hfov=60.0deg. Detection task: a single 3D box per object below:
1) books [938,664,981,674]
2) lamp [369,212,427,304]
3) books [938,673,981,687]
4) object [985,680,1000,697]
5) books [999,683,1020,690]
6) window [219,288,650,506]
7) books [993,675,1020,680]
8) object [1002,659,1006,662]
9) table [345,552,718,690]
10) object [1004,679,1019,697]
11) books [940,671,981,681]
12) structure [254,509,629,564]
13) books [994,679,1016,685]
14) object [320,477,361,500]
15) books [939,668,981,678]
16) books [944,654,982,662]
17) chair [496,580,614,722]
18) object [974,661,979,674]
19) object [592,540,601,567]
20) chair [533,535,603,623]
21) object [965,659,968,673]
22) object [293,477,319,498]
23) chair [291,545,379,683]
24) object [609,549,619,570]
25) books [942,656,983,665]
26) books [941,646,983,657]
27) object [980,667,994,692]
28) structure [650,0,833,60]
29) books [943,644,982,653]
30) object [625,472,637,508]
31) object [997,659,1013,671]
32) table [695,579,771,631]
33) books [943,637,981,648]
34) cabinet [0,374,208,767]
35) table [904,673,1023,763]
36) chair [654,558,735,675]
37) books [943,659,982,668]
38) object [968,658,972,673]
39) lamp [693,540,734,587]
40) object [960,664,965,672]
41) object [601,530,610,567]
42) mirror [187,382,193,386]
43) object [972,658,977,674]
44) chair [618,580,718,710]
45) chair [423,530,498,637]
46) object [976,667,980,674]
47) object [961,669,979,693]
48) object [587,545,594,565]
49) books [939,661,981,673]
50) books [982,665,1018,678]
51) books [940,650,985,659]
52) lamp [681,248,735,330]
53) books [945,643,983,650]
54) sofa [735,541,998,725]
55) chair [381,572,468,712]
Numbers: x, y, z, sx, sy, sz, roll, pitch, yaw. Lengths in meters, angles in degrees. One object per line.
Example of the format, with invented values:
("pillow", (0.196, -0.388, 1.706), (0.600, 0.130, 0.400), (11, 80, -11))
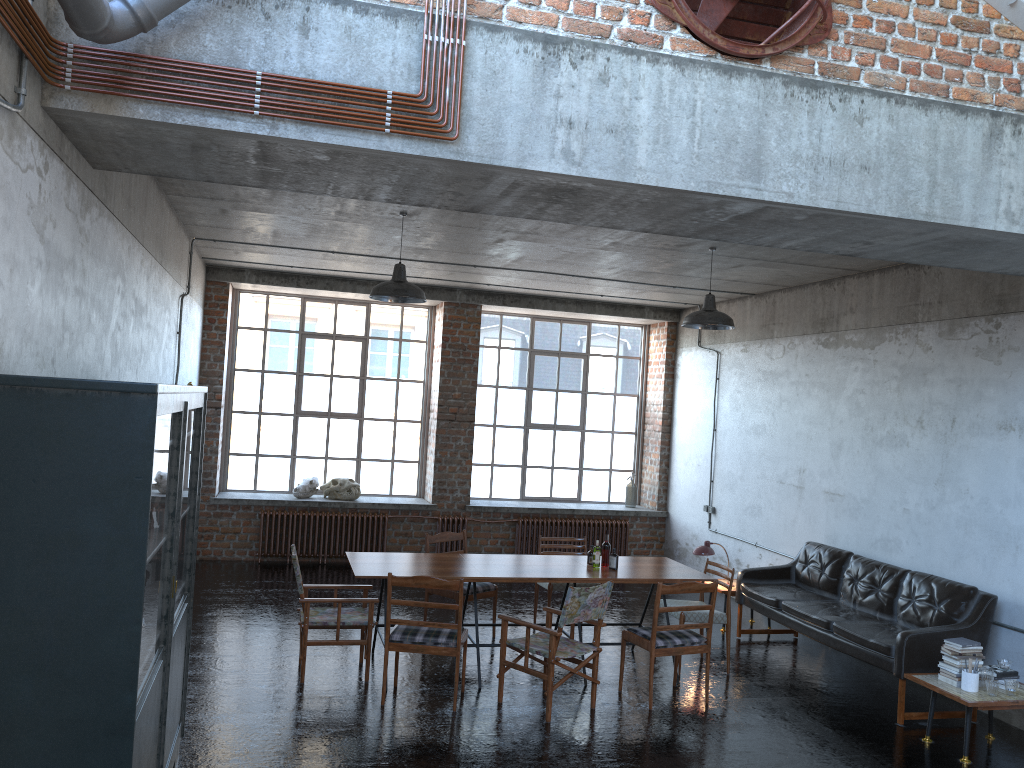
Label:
("books", (3.320, 2.105, 6.546), (0.255, 0.014, 0.192), (4, -1, -11))
("lamp", (-0.960, -1.171, 7.673), (0.502, 0.891, 0.502), (4, -1, -10))
("books", (3.307, 2.179, 6.528), (0.248, 0.043, 0.192), (4, -1, -15))
("object", (3.384, 2.148, 6.250), (0.092, 0.099, 0.092), (4, -2, -37))
("books", (3.583, 2.200, 6.553), (0.179, 0.034, 0.243), (4, -2, -32))
("window", (2.957, 2.200, 14.677), (19.864, 12.900, 0.747), (4, -1, -15))
("books", (3.588, 2.148, 6.562), (0.243, 0.024, 0.175), (4, -1, -19))
("object", (3.635, 2.069, 6.546), (0.081, 0.060, 0.065), (4, -2, -33))
("table", (0.120, 2.054, 7.794), (3.112, 0.917, 1.067), (4, -1, -15))
("object", (3.541, 2.158, 6.291), (0.092, 0.099, 0.092), (4, -2, -37))
("books", (3.311, 2.146, 6.528), (0.249, 0.023, 0.175), (4, -1, -19))
("structure", (-0.831, 2.198, 12.481), (5.349, 0.713, 0.232), (4, -1, -15))
("books", (3.575, 2.171, 6.557), (0.166, 0.024, 0.227), (4, -2, -36))
("object", (-2.427, 1.465, 12.447), (0.418, 0.305, 0.625), (5, -2, -41))
("books", (3.313, 2.123, 6.528), (0.249, 0.023, 0.175), (4, -1, -14))
("books", (3.329, 2.018, 6.546), (0.205, 0.022, 0.155), (4, -1, -20))
("chair", (0.327, 1.988, 6.825), (0.574, 1.031, 0.713), (5, -2, -45))
("object", (3.322, 2.073, 6.362), (0.062, 0.169, 0.009), (4, -1, -15))
("object", (0.758, 1.515, 7.923), (0.070, 0.235, 0.041), (4, -1, -15))
("chair", (0.569, 2.087, 9.143), (0.589, 0.971, 0.577), (4, -1, -15))
("object", (3.279, 2.073, 6.390), (0.009, 0.167, 0.061), (4, -1, -2))
("object", (-2.877, 1.448, 12.394), (0.281, 0.281, 0.575), (3, -1, 12))
("chair", (-1.493, 1.890, 7.334), (0.713, 1.031, 0.574), (4, -1, -15))
("object", (0.904, 1.553, 7.871), (0.051, 0.180, 0.097), (5, -2, -43))
("books", (3.328, 2.039, 6.551), (0.224, 0.021, 0.158), (4, -1, -15))
("books", (3.319, 1.975, 6.544), (0.231, 0.023, 0.162), (3, -1, 1))
("object", (3.406, 2.124, 6.363), (0.087, 0.155, 0.087), (5, -2, -42))
("structure", (1.200, -2.247, 4.692), (1.058, 1.096, 0.808), (4, -1, -15))
("books", (3.331, 1.954, 6.558), (0.209, 0.023, 0.167), (4, -1, -21))
("object", (1.840, 1.627, 13.669), (0.172, 0.551, 0.172), (3, -2, 29))
("object", (3.635, 2.075, 6.545), (0.103, 0.068, 0.103), (5, -2, -42))
("table", (2.522, 2.456, 9.830), (0.811, 0.458, 0.649), (4, -1, -15))
("books", (3.328, 1.911, 6.557), (0.201, 0.024, 0.159), (4, -1, -25))
("cabinet", (-1.961, 1.135, 4.356), (0.572, 2.297, 2.386), (4, -1, -15))
("table", (3.407, 2.429, 6.450), (0.811, 0.458, 0.649), (4, -1, -15))
("chair", (1.688, 2.132, 8.175), (0.577, 0.971, 0.589), (4, -1, -15))
("books", (3.329, 2.059, 6.546), (0.221, 0.023, 0.147), (4, -1, -15))
("object", (3.300, 2.083, 6.388), (0.023, 0.204, 0.037), (3, -1, 25))
("lamp", (2.206, 1.964, 9.735), (0.496, 0.492, 0.220), (4, -1, -23))
("object", (3.258, 2.089, 6.355), (0.137, 0.190, 0.009), (4, -1, -12))
("object", (0.848, 1.479, 7.988), (0.075, 0.324, 0.075), (3, -1, 11))
("mirror", (-3.369, 0.562, 9.015), (0.172, 1.182, 1.339), (4, -1, -15))
("object", (3.320, 2.065, 6.375), (0.052, 0.185, 0.009), (4, -1, -13))
("chair", (1.262, 2.067, 7.206), (0.573, 1.028, 0.509), (4, -1, -25))
("chair", (-0.504, 1.995, 8.695), (0.509, 1.028, 0.573), (2, -2, 40))
("object", (3.306, 2.105, 6.342), (0.068, 0.159, 0.009), (3, -1, -1))
("object", (3.279, 2.126, 6.346), (0.110, 0.137, 0.110), (4, -1, -15))
("object", (0.722, 1.551, 8.032), (0.077, 0.173, 0.077), (4, -2, -29))
("books", (3.319, 2.084, 6.547), (0.245, 0.028, 0.193), (4, -1, -20))
("books", (3.583, 2.121, 6.554), (0.225, 0.029, 0.179), (4, -1, -23))
("books", (3.325, 1.997, 6.546), (0.244, 0.019, 0.174), (4, -1, -15))
("lamp", (1.886, -0.982, 8.417), (0.502, 0.891, 0.502), (4, -1, -10))
("books", (3.334, 1.932, 6.548), (0.205, 0.020, 0.155), (4, -1, -15))
("sofa", (3.102, 2.147, 8.200), (0.929, 1.045, 2.610), (4, -1, -15))
("chair", (-0.652, 1.942, 6.827), (0.573, 1.028, 0.509), (3, -1, 5))
